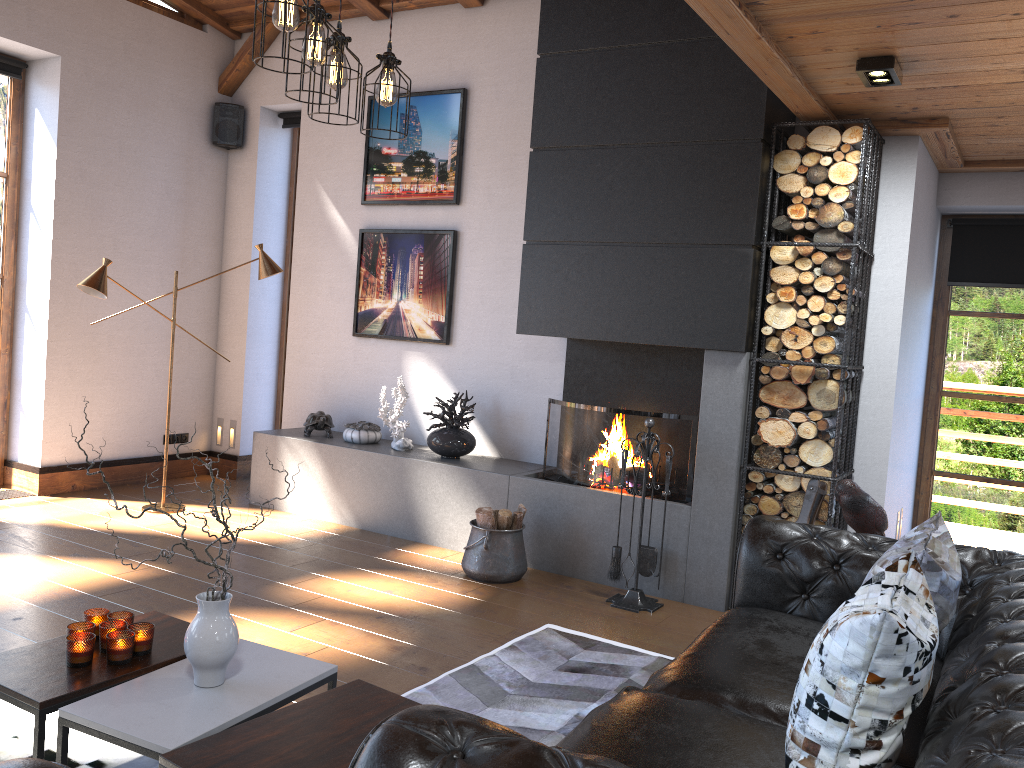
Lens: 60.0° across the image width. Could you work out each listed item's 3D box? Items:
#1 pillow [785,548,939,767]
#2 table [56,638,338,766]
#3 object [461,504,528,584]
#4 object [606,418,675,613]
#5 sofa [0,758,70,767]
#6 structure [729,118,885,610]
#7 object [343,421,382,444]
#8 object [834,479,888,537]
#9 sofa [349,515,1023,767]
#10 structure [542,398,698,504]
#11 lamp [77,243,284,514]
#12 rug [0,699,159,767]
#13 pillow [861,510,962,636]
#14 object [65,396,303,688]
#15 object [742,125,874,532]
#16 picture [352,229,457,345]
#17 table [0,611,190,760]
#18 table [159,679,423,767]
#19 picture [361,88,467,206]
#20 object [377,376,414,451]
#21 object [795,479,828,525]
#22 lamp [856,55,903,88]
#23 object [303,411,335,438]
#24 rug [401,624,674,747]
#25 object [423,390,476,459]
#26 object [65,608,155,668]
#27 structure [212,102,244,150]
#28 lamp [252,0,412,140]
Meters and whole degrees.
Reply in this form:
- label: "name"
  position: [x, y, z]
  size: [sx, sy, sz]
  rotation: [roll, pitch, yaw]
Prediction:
- label: "pillow"
  position: [0.800, 0.640, 2.004]
  size: [0.280, 0.468, 0.534]
  rotation: [6, 4, 33]
- label: "table"
  position: [-0.870, 1.029, 2.525]
  size: [0.397, 0.350, 0.656]
  rotation: [6, 4, 25]
- label: "object"
  position: [-0.091, 0.903, 5.118]
  size: [0.388, 0.431, 0.380]
  rotation: [2, 4, -34]
- label: "object"
  position: [0.700, 0.686, 4.766]
  size: [0.309, 1.017, 0.306]
  rotation: [4, 3, -14]
- label: "sofa"
  position: [-1.912, 0.789, 1.309]
  size: [2.541, 0.837, 1.252]
  rotation: [6, 4, 29]
- label: "structure"
  position: [1.609, -0.054, 4.827]
  size: [0.497, 2.615, 0.517]
  rotation: [6, 3, 30]
- label: "object"
  position: [-1.080, 0.343, 6.389]
  size: [0.278, 0.160, 0.262]
  rotation: [6, 4, 32]
- label: "object"
  position: [1.446, 0.555, 3.657]
  size: [0.250, 0.318, 0.148]
  rotation: [3, 3, -19]
- label: "sofa"
  position: [0.836, 0.941, 2.214]
  size: [1.227, 0.837, 2.593]
  rotation: [6, 4, 30]
- label: "structure"
  position: [0.586, 0.393, 5.267]
  size: [0.973, 0.514, 0.185]
  rotation: [6, 3, 30]
- label: "lamp"
  position: [-2.311, -0.067, 6.054]
  size: [1.337, 1.897, 0.521]
  rotation: [2, 4, -39]
- label: "rug"
  position: [-3.107, 1.012, 2.583]
  size: [3.771, 0.053, 2.458]
  rotation: [6, 4, 31]
- label: "pillow"
  position: [1.151, 0.630, 2.595]
  size: [0.280, 0.468, 0.534]
  rotation: [6, 4, 33]
- label: "object"
  position: [-0.875, 0.450, 2.495]
  size: [0.402, 0.807, 0.627]
  rotation: [7, 4, 41]
- label: "object"
  position: [1.608, -0.048, 4.839]
  size: [0.489, 2.610, 0.471]
  rotation: [6, 3, 30]
- label: "picture"
  position: [-0.803, -0.726, 6.517]
  size: [0.871, 0.815, 0.036]
  rotation: [6, 3, 30]
- label: "table"
  position: [-1.257, 0.988, 2.719]
  size: [0.396, 0.350, 0.657]
  rotation: [6, 4, 30]
- label: "table"
  position: [-0.500, 1.074, 2.269]
  size: [0.396, 0.350, 0.657]
  rotation: [7, 4, 35]
- label: "picture"
  position: [-0.729, -1.716, 6.470]
  size: [0.871, 0.815, 0.036]
  rotation: [6, 3, 30]
- label: "object"
  position: [-0.802, 0.200, 6.124]
  size: [0.259, 0.532, 0.427]
  rotation: [4, 3, -1]
- label: "object"
  position: [1.460, 0.874, 4.555]
  size: [0.266, 0.794, 0.265]
  rotation: [5, 3, 14]
- label: "lamp"
  position: [1.593, -1.358, 3.838]
  size: [0.154, 0.068, 0.264]
  rotation: [6, 4, 30]
- label: "object"
  position: [-1.428, 0.294, 6.567]
  size: [0.228, 0.182, 0.403]
  rotation: [3, 4, -16]
- label: "rug"
  position: [0.133, 1.295, 1.999]
  size: [2.408, 0.053, 4.087]
  rotation: [7, 4, 31]
- label: "object"
  position: [-0.399, 0.268, 5.967]
  size: [0.337, 0.454, 0.338]
  rotation: [2, 4, -34]
- label: "object"
  position: [-1.231, 0.773, 2.724]
  size: [0.248, 0.081, 0.300]
  rotation: [3, 4, -21]
- label: "structure"
  position: [-2.335, -2.124, 7.305]
  size: [0.211, 0.349, 0.216]
  rotation: [6, 3, 30]
- label: "lamp"
  position: [-0.557, -2.030, 3.018]
  size: [0.259, 2.200, 0.809]
  rotation: [5, 3, 22]
